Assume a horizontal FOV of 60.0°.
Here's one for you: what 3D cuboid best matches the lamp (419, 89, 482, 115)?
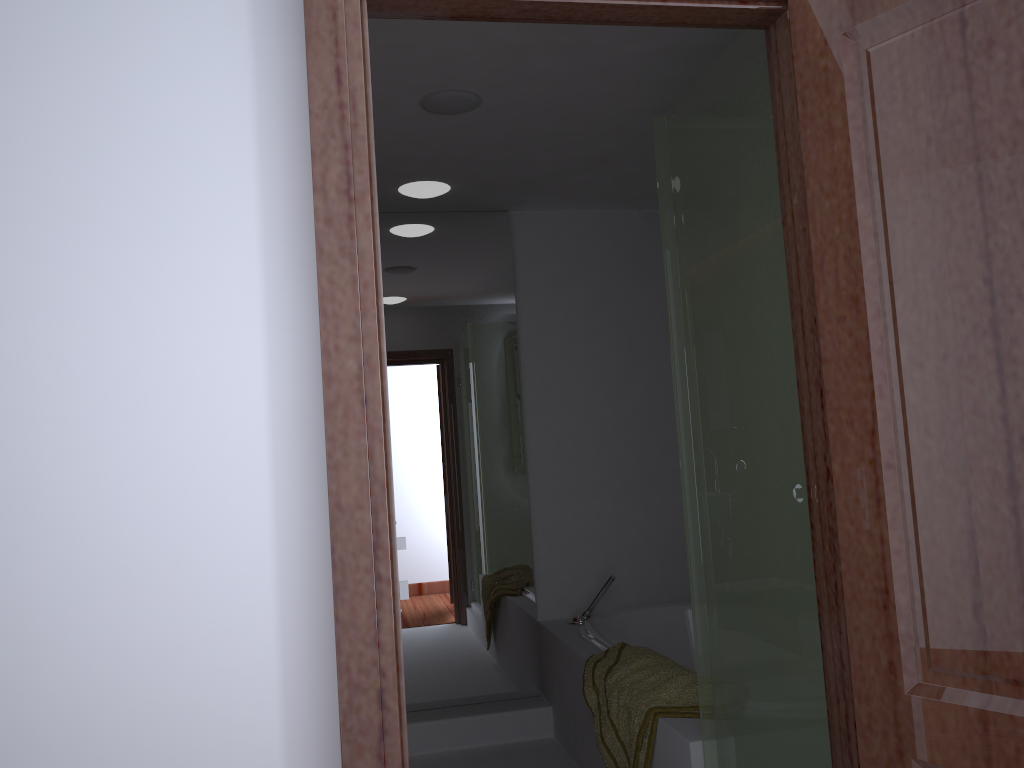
[{"bbox_3d":[-0.187,-0.884,2.772,0.201,0.018,2.071,-3,-5,-11],"label":"lamp"}]

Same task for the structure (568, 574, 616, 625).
[{"bbox_3d":[0.353,0.954,3.857,0.239,0.257,0.112,-5,-5,20],"label":"structure"}]

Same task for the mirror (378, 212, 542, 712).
[{"bbox_3d":[-0.640,0.327,3.876,1.433,2.183,0.019,-3,-5,-11],"label":"mirror"}]

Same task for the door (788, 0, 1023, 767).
[{"bbox_3d":[0.693,0.223,1.086,0.095,1.780,0.708,-1,-5,-35],"label":"door"}]

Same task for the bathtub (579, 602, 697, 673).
[{"bbox_3d":[0.803,1.133,3.187,0.881,0.424,1.683,-3,-5,-11],"label":"bathtub"}]

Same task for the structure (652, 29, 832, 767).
[{"bbox_3d":[1.007,0.266,2.014,1.015,2.079,0.765,-3,-5,-11],"label":"structure"}]

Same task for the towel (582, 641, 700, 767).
[{"bbox_3d":[0.468,1.104,2.792,0.349,0.452,0.890,-2,-5,-17],"label":"towel"}]
